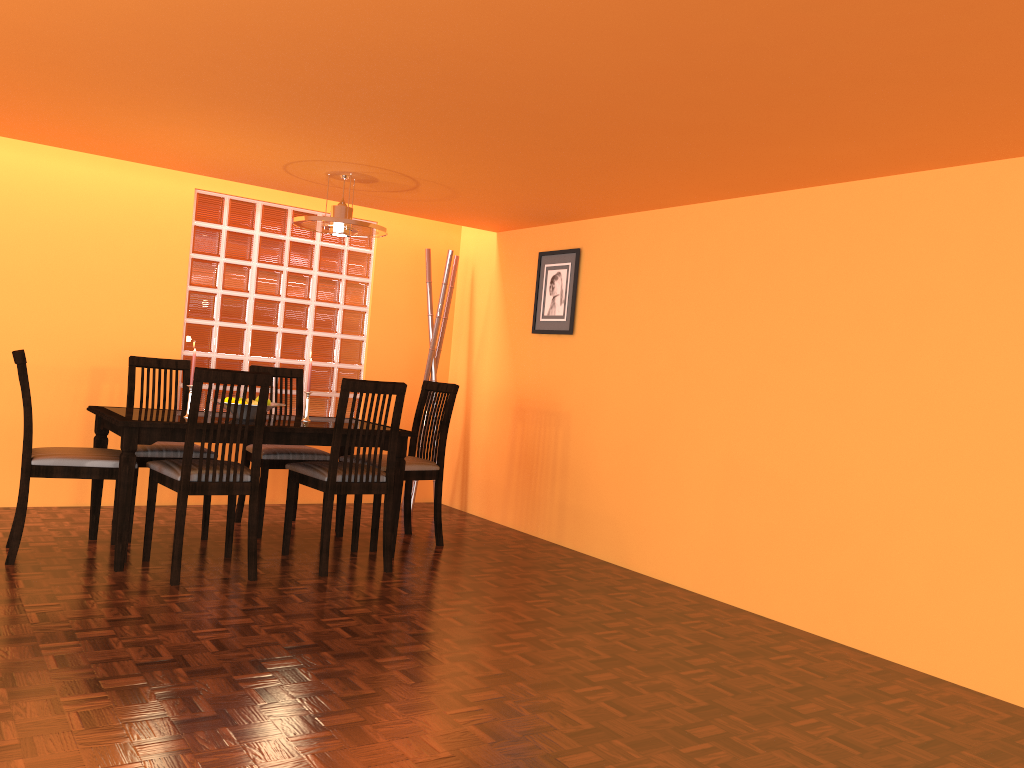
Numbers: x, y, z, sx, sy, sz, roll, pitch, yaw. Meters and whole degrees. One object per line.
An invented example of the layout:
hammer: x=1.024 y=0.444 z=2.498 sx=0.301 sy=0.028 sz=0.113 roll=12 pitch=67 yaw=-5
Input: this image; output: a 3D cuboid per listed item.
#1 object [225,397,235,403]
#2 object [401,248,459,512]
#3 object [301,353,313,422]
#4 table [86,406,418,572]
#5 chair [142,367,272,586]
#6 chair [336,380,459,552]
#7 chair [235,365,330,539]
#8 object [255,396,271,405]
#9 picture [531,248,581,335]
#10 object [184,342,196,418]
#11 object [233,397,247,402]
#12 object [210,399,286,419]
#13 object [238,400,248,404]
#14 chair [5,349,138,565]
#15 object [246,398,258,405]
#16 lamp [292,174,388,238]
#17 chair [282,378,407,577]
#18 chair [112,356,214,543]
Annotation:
object: x=-1.216 y=0.078 z=3.824 sx=0.046 sy=0.046 sz=0.055 roll=6 pitch=1 yaw=39
object: x=-0.476 y=-0.015 z=5.344 sx=0.226 sy=1.589 sz=0.308 roll=5 pitch=1 yaw=-12
object: x=-0.931 y=0.008 z=4.066 sx=0.044 sy=0.326 sz=0.044 roll=6 pitch=1 yaw=44
table: x=-1.160 y=0.446 z=3.925 sx=1.259 sy=0.584 sz=0.697 roll=5 pitch=1 yaw=-34
chair: x=-1.184 y=0.337 z=3.472 sx=0.373 sy=0.809 sz=0.465 roll=5 pitch=1 yaw=-34
chair: x=-0.552 y=0.381 z=4.357 sx=0.465 sy=0.809 sz=0.373 roll=4 pitch=1 yaw=-39
chair: x=-1.138 y=0.327 z=4.431 sx=0.373 sy=0.809 sz=0.465 roll=5 pitch=1 yaw=-34
object: x=-1.110 y=0.085 z=3.950 sx=0.069 sy=0.066 sz=0.069 roll=5 pitch=1 yaw=-24
picture: x=0.235 y=-0.497 z=4.805 sx=0.014 sy=0.456 sz=0.361 roll=5 pitch=1 yaw=-34
object: x=-1.330 y=-0.022 z=3.691 sx=0.044 sy=0.326 sz=0.044 roll=6 pitch=1 yaw=44
object: x=-1.210 y=0.097 z=3.917 sx=0.087 sy=0.076 sz=0.089 roll=5 pitch=1 yaw=-28
object: x=-1.172 y=0.116 z=3.908 sx=0.337 sy=0.072 sz=0.337 roll=5 pitch=1 yaw=22
object: x=-1.167 y=0.094 z=3.830 sx=0.055 sy=0.046 sz=0.046 roll=5 pitch=1 yaw=19
chair: x=-1.761 y=0.285 z=3.538 sx=0.465 sy=0.809 sz=0.373 roll=5 pitch=1 yaw=-29
object: x=-1.121 y=0.099 z=3.871 sx=0.055 sy=0.070 sz=0.066 roll=6 pitch=1 yaw=37
lamp: x=-0.782 y=-0.821 z=4.086 sx=0.435 sy=0.274 sz=0.435 roll=5 pitch=1 yaw=-12
chair: x=-0.710 y=0.375 z=3.798 sx=0.373 sy=0.809 sz=0.465 roll=5 pitch=1 yaw=-34
chair: x=-1.613 y=0.290 z=4.106 sx=0.373 sy=0.809 sz=0.465 roll=5 pitch=1 yaw=-34
